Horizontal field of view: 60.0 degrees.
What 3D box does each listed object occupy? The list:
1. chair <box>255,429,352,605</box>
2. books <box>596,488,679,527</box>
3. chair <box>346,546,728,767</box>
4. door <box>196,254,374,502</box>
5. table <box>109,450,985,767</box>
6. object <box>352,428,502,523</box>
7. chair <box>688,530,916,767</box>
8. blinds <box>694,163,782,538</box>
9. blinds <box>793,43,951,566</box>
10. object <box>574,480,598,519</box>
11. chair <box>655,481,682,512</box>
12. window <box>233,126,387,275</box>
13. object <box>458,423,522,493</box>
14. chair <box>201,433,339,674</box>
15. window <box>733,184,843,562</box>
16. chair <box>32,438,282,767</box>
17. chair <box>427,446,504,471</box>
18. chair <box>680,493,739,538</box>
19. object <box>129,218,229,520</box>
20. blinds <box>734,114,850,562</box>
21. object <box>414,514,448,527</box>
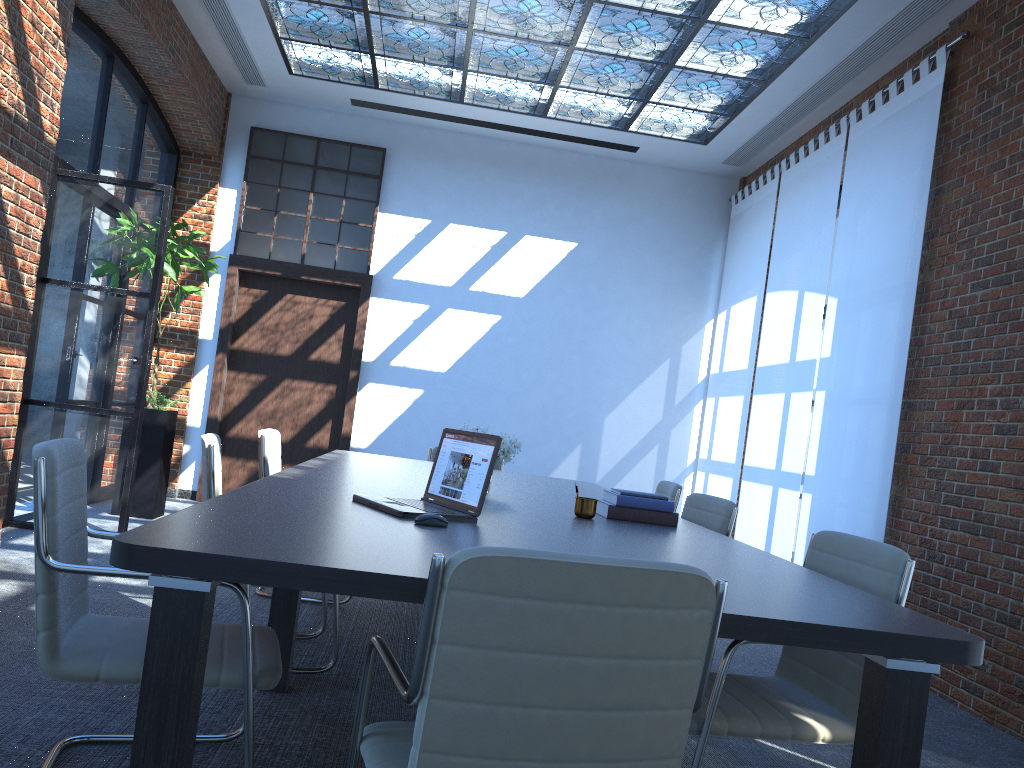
[{"bbox_3d":[-1.177,0.765,5.217,0.707,0.922,0.560,8,-1,-6],"label":"chair"},{"bbox_3d":[0.519,0.508,3.694,0.294,0.115,0.255,8,-2,-7],"label":"books"},{"bbox_3d":[-0.012,0.755,1.833,0.561,0.922,0.706,8,-1,-17],"label":"chair"},{"bbox_3d":[-2.236,0.035,8.795,1.401,2.434,0.200,8,-1,-6],"label":"door"},{"bbox_3d":[-0.154,0.899,3.985,1.810,0.809,4.506,8,-3,-5],"label":"table"},{"bbox_3d":[-0.285,0.278,2.899,0.323,0.282,0.389,9,-2,-32],"label":"object"},{"bbox_3d":[0.754,0.904,2.766,0.707,0.922,0.560,8,-1,-11],"label":"chair"},{"bbox_3d":[2.092,-0.099,8.504,0.039,3.755,1.219,8,-1,-5],"label":"blinds"},{"bbox_3d":[2.343,-0.189,5.973,0.039,3.755,1.219,8,-1,-5],"label":"blinds"},{"bbox_3d":[0.292,0.453,3.464,0.091,0.142,0.091,8,-1,-28],"label":"object"},{"bbox_3d":[0.597,1.010,5.355,0.706,0.922,0.560,8,-1,-2],"label":"chair"},{"bbox_3d":[-1.989,-1.790,8.755,1.329,1.291,0.059,8,-1,-6],"label":"window"},{"bbox_3d":[-0.122,0.343,4.071,0.329,0.309,0.336,7,-2,5],"label":"object"},{"bbox_3d":[-1.041,0.716,3.854,0.707,0.922,0.559,8,-1,-17],"label":"chair"},{"bbox_3d":[3.036,-0.065,4.375,0.160,3.605,9.626,8,-2,-5],"label":"window"},{"bbox_3d":[-1.002,0.655,2.505,0.707,0.922,0.559,8,-1,-17],"label":"chair"},{"bbox_3d":[-0.359,0.923,6.205,0.560,0.922,0.706,8,-1,-5],"label":"chair"},{"bbox_3d":[0.611,0.955,4.209,0.707,0.922,0.560,8,-1,-12],"label":"chair"},{"bbox_3d":[-2.953,-0.160,7.314,0.946,2.490,1.324,8,-1,-5],"label":"object"},{"bbox_3d":[2.218,-0.144,7.233,0.039,3.755,1.219,8,-1,-5],"label":"blinds"},{"bbox_3d":[-0.234,0.394,2.574,0.101,0.034,0.059,9,-3,-25],"label":"object"}]
